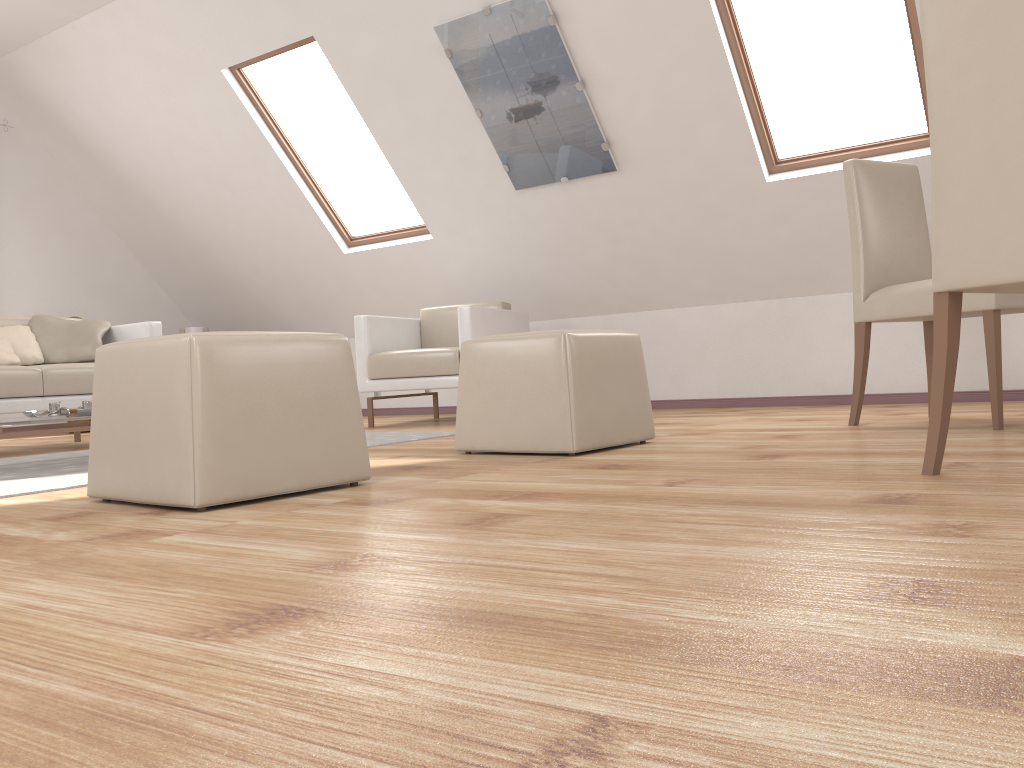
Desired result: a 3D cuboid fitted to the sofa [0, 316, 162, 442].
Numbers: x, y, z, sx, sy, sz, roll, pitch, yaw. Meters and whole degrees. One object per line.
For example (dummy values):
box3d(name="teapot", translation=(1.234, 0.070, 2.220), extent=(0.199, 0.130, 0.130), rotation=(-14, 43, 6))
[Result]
box3d(name="sofa", translation=(-2.703, 0.002, 4.178), extent=(0.820, 0.706, 1.880), rotation=(-3, 1, 35))

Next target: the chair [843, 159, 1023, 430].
box3d(name="chair", translation=(1.574, -0.358, 3.163), extent=(0.477, 0.999, 0.618), rotation=(-3, 1, -28))

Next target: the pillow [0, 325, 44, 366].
box3d(name="pillow", translation=(-2.596, -0.197, 4.520), extent=(0.196, 0.225, 0.351), rotation=(-3, 1, 40))

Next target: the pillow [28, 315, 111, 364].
box3d(name="pillow", translation=(-2.383, -0.245, 4.753), extent=(0.424, 0.276, 0.269), rotation=(-3, 1, -6))

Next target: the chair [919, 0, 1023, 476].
box3d(name="chair", translation=(1.207, -0.325, 1.809), extent=(0.618, 0.999, 0.477), rotation=(-3, 1, -31))

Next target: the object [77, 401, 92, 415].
box3d(name="object", translation=(-1.588, 0.089, 3.314), extent=(0.064, 0.052, 0.143), rotation=(-3, 1, -25))

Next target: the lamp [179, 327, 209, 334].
box3d(name="lamp", translation=(-2.544, -0.264, 7.119), extent=(0.221, 0.375, 0.180), rotation=(-3, 1, -22))

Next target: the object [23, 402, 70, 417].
box3d(name="object", translation=(-1.748, 0.097, 3.327), extent=(0.064, 0.052, 0.143), rotation=(-3, 1, 35))

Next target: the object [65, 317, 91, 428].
box3d(name="object", translation=(-3.197, -0.072, 6.436), extent=(0.307, 0.846, 0.311), rotation=(-3, 1, 27))

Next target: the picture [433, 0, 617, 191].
box3d(name="picture", translation=(0.078, -1.474, 4.613), extent=(0.650, 0.738, 0.683), rotation=(-3, 1, 35))

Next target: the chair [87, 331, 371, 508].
box3d(name="chair", translation=(-0.705, 0.071, 2.200), extent=(0.506, 0.394, 0.506), rotation=(-3, 1, 39))

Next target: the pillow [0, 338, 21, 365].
box3d(name="pillow", translation=(-2.582, -0.154, 4.282), extent=(0.227, 0.170, 0.363), rotation=(-3, 1, 40))

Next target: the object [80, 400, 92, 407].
box3d(name="object", translation=(-1.725, 0.093, 3.604), extent=(0.064, 0.052, 0.143), rotation=(-3, 1, -25))

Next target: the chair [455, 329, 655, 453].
box3d(name="chair", translation=(0.141, 0.017, 3.001), extent=(0.506, 0.394, 0.506), rotation=(-3, 1, 39))

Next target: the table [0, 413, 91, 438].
box3d(name="table", translation=(-1.645, 0.212, 3.458), extent=(0.730, 0.190, 1.173), rotation=(-3, 1, 35))

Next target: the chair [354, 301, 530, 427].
box3d(name="chair", translation=(-0.388, -0.132, 5.245), extent=(0.748, 0.706, 0.820), rotation=(-3, 1, 24))

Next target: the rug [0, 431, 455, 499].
box3d(name="rug", translation=(-1.607, 0.302, 3.389), extent=(1.600, 0.007, 2.800), rotation=(-3, 1, 35))

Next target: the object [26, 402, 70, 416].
box3d(name="object", translation=(-1.816, 0.099, 3.472), extent=(0.143, 0.052, 0.064), rotation=(-3, 1, 5))
